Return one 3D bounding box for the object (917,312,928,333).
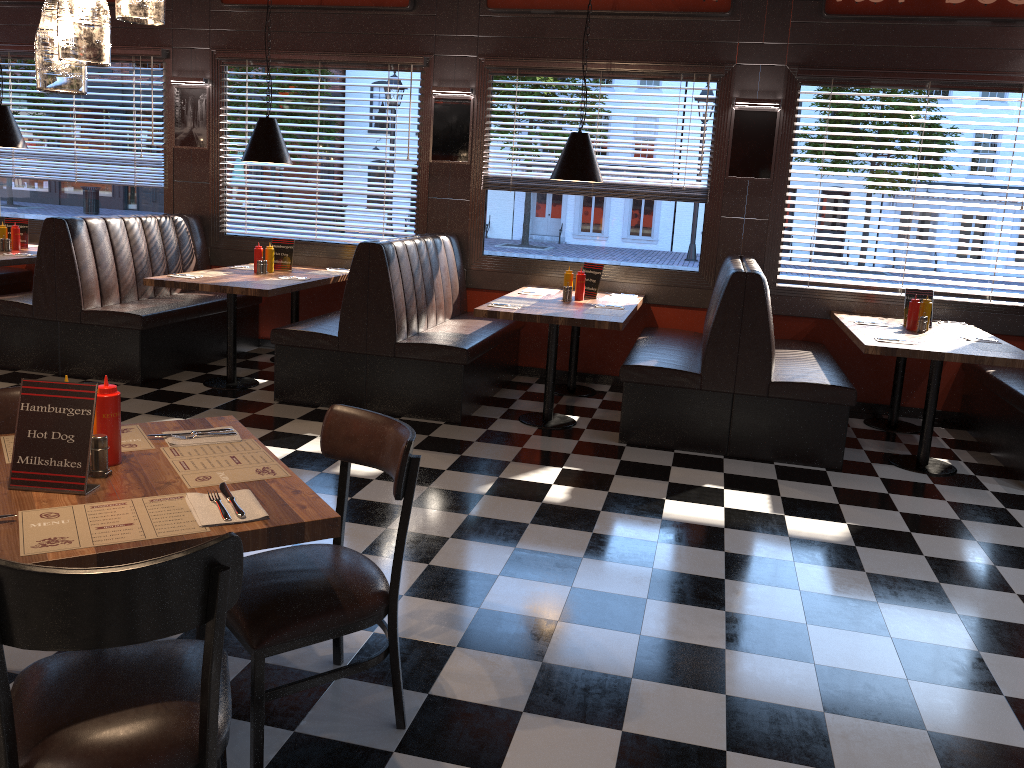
[{"bbox_3d":[2.715,-0.406,5.853,0.047,0.135,0.094,11,13,37],"label":"object"}]

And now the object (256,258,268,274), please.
[{"bbox_3d":[-1.939,-0.920,6.875,0.047,0.135,0.094,11,13,37],"label":"object"}]

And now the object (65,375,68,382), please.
[{"bbox_3d":[-1.150,0.093,2.293,0.068,0.236,0.068,9,12,27],"label":"object"}]

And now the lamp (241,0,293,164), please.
[{"bbox_3d":[-1.809,-2.685,6.585,0.382,2.028,0.385,2,10,-6],"label":"lamp"}]

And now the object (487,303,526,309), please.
[{"bbox_3d":[-0.024,-0.518,5.861,0.255,0.019,0.158,8,13,18],"label":"object"}]

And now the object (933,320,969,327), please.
[{"bbox_3d":[3.166,-0.447,6.426,0.255,0.019,0.158,7,13,16],"label":"object"}]

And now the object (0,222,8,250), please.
[{"bbox_3d":[-4.280,-1.244,7.450,0.068,0.236,0.068,3,10,-4],"label":"object"}]

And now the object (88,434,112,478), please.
[{"bbox_3d":[-1.062,0.165,2.233,0.094,0.135,0.047,4,10,2],"label":"object"}]

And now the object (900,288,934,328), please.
[{"bbox_3d":[2.817,-0.526,6.140,0.188,0.255,0.073,5,10,7],"label":"object"}]

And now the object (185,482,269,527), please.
[{"bbox_3d":[-0.681,0.278,2.096,0.157,0.019,0.257,-3,14,-29],"label":"object"}]

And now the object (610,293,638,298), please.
[{"bbox_3d":[0.852,-0.696,6.905,0.255,0.019,0.158,7,13,14],"label":"object"}]

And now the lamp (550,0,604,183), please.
[{"bbox_3d":[0.517,-2.429,6.074,0.382,2.028,0.385,-2,12,-28],"label":"lamp"}]

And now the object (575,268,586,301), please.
[{"bbox_3d":[0.497,-0.729,6.451,0.068,0.236,0.068,3,10,0],"label":"object"}]

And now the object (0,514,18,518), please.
[{"bbox_3d":[-1.195,0.296,1.876,0.255,0.019,0.158,-6,16,-37],"label":"object"}]

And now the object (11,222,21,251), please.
[{"bbox_3d":[-4.204,-1.252,7.505,0.068,0.236,0.068,3,10,-4],"label":"object"}]

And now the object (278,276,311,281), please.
[{"bbox_3d":[-1.666,-0.805,6.699,0.255,0.019,0.158,6,13,11],"label":"object"}]

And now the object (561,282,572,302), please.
[{"bbox_3d":[0.399,-0.662,6.362,0.047,0.135,0.094,11,13,37],"label":"object"}]

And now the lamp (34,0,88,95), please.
[{"bbox_3d":[-0.978,-1.630,1.872,0.108,1.950,0.109,-2,12,-30],"label":"lamp"}]

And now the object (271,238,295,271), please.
[{"bbox_3d":[-1.876,-1.056,7.222,0.188,0.255,0.073,4,10,2],"label":"object"}]

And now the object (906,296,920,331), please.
[{"bbox_3d":[2.690,-0.479,5.934,0.068,0.236,0.068,5,10,10],"label":"object"}]

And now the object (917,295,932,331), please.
[{"bbox_3d":[2.780,-0.479,5.960,0.068,0.236,0.068,5,10,10],"label":"object"}]

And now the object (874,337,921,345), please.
[{"bbox_3d":[2.339,-0.264,5.376,0.255,0.019,0.158,6,13,11],"label":"object"}]

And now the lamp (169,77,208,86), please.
[{"bbox_3d":[-2.800,-2.624,7.677,0.334,0.056,0.082,6,12,12],"label":"lamp"}]

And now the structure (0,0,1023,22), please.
[{"bbox_3d":[-1.676,-3.318,7.275,11.271,0.435,0.120,6,11,12],"label":"structure"}]

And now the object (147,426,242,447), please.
[{"bbox_3d":[-0.932,0.151,2.601,0.255,0.019,0.158,-3,14,-28],"label":"object"}]

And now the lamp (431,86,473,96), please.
[{"bbox_3d":[-0.484,-2.368,7.169,0.334,0.056,0.082,6,12,12],"label":"lamp"}]

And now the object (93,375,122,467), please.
[{"bbox_3d":[-1.061,0.093,2.319,0.068,0.236,0.068,-4,12,-34],"label":"object"}]

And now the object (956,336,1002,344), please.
[{"bbox_3d":[2.968,-0.286,5.647,0.255,0.019,0.159,6,13,9],"label":"object"}]

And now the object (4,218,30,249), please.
[{"bbox_3d":[-4.284,-1.300,7.655,0.188,0.255,0.073,0,11,-17],"label":"object"}]

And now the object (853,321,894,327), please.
[{"bbox_3d":[2.500,-0.421,6.124,0.255,0.019,0.159,5,13,6],"label":"object"}]

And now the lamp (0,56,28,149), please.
[{"bbox_3d":[-4.126,-2.941,7.094,0.382,2.028,0.385,2,10,-6],"label":"lamp"}]

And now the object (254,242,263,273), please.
[{"bbox_3d":[-1.986,-0.990,6.941,0.068,0.236,0.068,11,13,35],"label":"object"}]

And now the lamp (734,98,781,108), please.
[{"bbox_3d":[1.845,-2.111,6.657,0.334,0.056,0.082,6,12,12],"label":"lamp"}]

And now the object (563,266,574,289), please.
[{"bbox_3d":[0.412,-0.742,6.488,0.068,0.236,0.068,3,10,0],"label":"object"}]

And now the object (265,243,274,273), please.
[{"bbox_3d":[-1.915,-0.999,7.002,0.068,0.236,0.068,11,13,35],"label":"object"}]

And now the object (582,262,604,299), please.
[{"bbox_3d":[0.588,-0.779,6.659,0.189,0.255,0.072,13,14,42],"label":"object"}]

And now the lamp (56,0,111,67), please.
[{"bbox_3d":[-0.882,-1.664,1.782,0.108,1.950,0.109,3,10,-1],"label":"lamp"}]

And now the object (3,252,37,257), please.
[{"bbox_3d":[-3.984,-1.047,7.146,0.255,0.019,0.159,5,13,8],"label":"object"}]

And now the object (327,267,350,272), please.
[{"bbox_3d":[-1.470,-0.972,7.505,0.255,0.019,0.158,8,13,18],"label":"object"}]

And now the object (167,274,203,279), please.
[{"bbox_3d":[-2.346,-0.783,6.414,0.255,0.019,0.158,6,13,13],"label":"object"}]

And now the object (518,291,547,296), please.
[{"bbox_3d":[0.178,-0.685,6.671,0.255,0.019,0.158,6,13,12],"label":"object"}]

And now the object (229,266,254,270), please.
[{"bbox_3d":[-2.151,-0.945,7.199,0.255,0.019,0.159,5,13,8],"label":"object"}]

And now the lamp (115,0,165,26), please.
[{"bbox_3d":[-0.793,-1.791,1.863,0.108,1.950,0.109,4,10,4],"label":"lamp"}]

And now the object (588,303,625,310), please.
[{"bbox_3d":[0.656,-0.543,6.165,0.255,0.019,0.159,5,13,9],"label":"object"}]

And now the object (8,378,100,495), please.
[{"bbox_3d":[-1.097,0.125,2.120,0.188,0.255,0.073,4,10,2],"label":"object"}]
